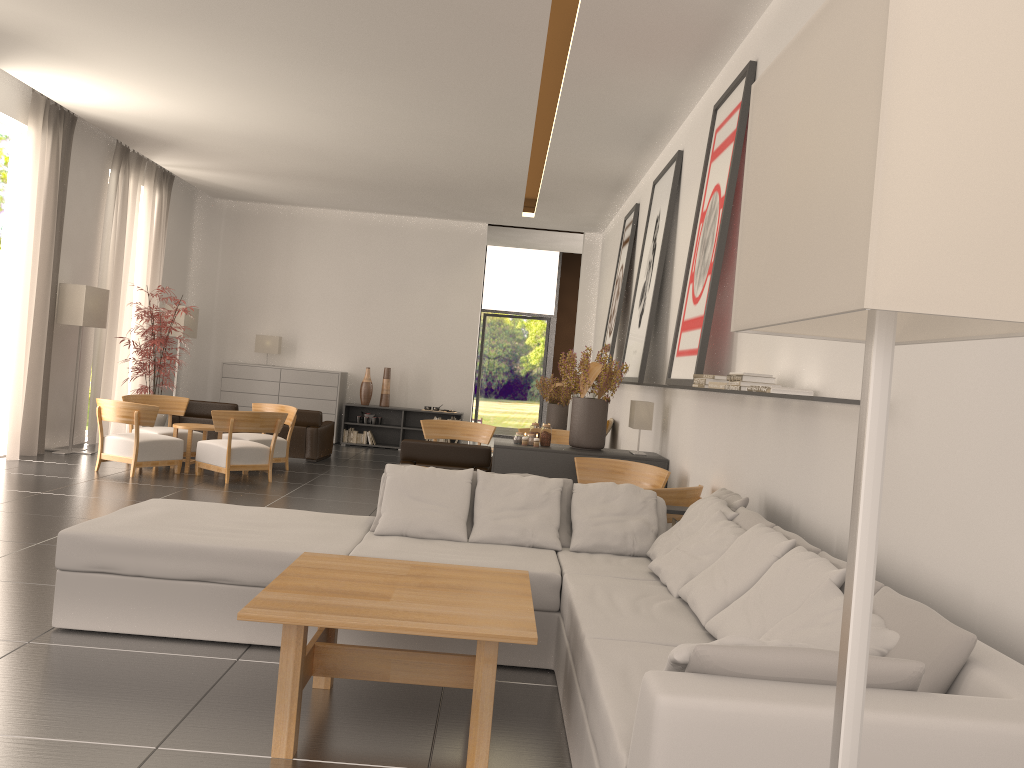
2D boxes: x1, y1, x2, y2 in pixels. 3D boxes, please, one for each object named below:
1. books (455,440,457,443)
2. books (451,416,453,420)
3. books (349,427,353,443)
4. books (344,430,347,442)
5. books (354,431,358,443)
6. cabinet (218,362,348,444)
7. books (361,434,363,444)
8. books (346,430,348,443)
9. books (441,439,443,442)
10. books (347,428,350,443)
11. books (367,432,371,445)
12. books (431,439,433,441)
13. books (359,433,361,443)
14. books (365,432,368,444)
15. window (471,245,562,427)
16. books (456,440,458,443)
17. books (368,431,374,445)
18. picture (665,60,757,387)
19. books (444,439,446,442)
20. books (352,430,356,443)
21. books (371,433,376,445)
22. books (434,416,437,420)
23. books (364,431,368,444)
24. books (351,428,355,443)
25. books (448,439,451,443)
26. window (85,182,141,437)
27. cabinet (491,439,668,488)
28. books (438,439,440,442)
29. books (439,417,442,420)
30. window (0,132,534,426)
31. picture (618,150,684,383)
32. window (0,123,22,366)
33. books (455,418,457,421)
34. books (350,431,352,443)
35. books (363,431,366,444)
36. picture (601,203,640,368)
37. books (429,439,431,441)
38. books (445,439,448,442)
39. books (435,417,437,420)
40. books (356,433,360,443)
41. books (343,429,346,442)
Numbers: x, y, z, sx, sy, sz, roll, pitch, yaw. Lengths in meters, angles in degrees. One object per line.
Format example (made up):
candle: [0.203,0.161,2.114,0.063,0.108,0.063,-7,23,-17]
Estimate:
books: [-1.500,1.581,23.172,0.154,0.360,0.249,5,0,-1]
books: [-1.571,1.039,23.152,0.039,0.384,0.232,5,0,-1]
books: [-4.205,1.331,23.123,0.029,0.385,0.219,5,0,-1]
books: [-4.330,1.360,23.118,0.048,0.305,0.226,5,0,-1]
books: [-4.065,1.381,23.112,0.054,0.311,0.244,5,0,-1]
cabinet: [-6.041,0.495,23.395,3.080,1.876,1.040,5,0,-1]
books: [-3.902,1.426,23.152,0.054,0.249,0.167,5,0,-1]
books: [-4.284,1.361,23.108,0.039,0.313,0.246,5,0,-1]
books: [-1.822,1.529,23.170,0.041,0.404,0.245,5,0,-1]
books: [-4.242,1.342,23.127,0.039,0.358,0.210,5,0,-1]
books: [-3.712,1.407,23.112,0.130,0.322,0.252,5,0,-1]
books: [-2.090,1.519,23.165,0.041,0.377,0.248,5,0,-1]
books: [-3.958,1.421,23.152,0.054,0.249,0.167,5,0,-1]
books: [-3.785,1.408,23.118,0.017,0.305,0.239,5,0,-1]
window: [-3.658,-2.123,30.358,10.308,7.382,0.100,5,0,-1]
books: [-1.471,1.578,23.171,0.156,0.371,0.252,5,0,-1]
books: [-3.673,1.394,23.121,0.138,0.354,0.236,5,0,-1]
picture: [2.241,-1.700,10.149,0.384,3.494,1.600,5,0,-1]
books: [-1.754,1.566,23.160,0.020,0.342,0.268,5,0,-1]
books: [-4.113,1.373,23.115,0.039,0.318,0.236,5,0,-1]
books: [-3.617,1.431,23.113,0.142,0.290,0.252,5,0,-1]
books: [-2.051,1.013,23.144,0.138,0.354,0.236,5,0,-1]
books: [-3.804,1.397,23.110,0.019,0.324,0.254,5,0,-1]
books: [-4.150,1.337,23.117,0.039,0.384,0.232,5,0,-1]
books: [-1.635,1.586,23.176,0.106,0.325,0.238,5,0,-1]
window: [-9.174,-1.713,19.936,0.110,5.751,2.643,5,0,-1]
cabinet: [0.886,1.544,12.697,2.400,1.240,1.120,5,0,-1]
books: [-1.907,1.535,23.181,0.041,0.377,0.221,5,0,-1]
books: [-1.885,1.039,23.170,0.054,0.329,0.187,5,0,-1]
window: [2.079,-3.375,24.478,99.115,20.584,48.625,5,1,-1]
picture: [2.188,-1.752,14.209,0.384,3.494,2.193,5,0,-1]
window: [-9.107,-1.645,14.650,0.110,5.751,2.643,5,0,-1]
books: [-1.482,1.060,23.164,0.039,0.358,0.210,5,0,-1]
books: [-4.184,1.375,23.125,0.017,0.302,0.215,5,0,-1]
books: [-3.842,1.391,23.143,0.054,0.329,0.187,5,0,-1]
picture: [2.139,-1.801,18.031,0.384,3.494,1.600,5,0,-1]
books: [-2.147,1.532,23.156,0.071,0.344,0.265,5,0,-1]
books: [-1.714,1.567,23.196,0.057,0.346,0.197,5,0,-1]
books: [-2.016,1.033,23.136,0.130,0.322,0.252,5,0,-1]
books: [-4.013,1.416,23.151,0.054,0.249,0.167,5,0,-1]
books: [-4.364,1.341,23.104,0.022,0.339,0.253,5,0,-1]
